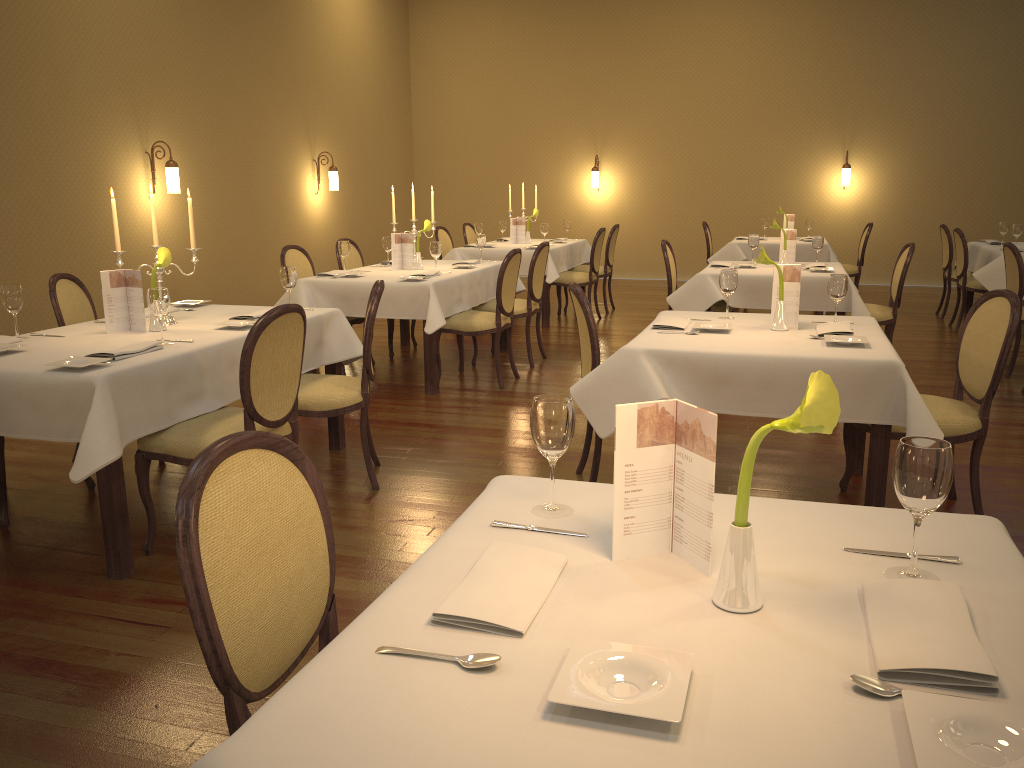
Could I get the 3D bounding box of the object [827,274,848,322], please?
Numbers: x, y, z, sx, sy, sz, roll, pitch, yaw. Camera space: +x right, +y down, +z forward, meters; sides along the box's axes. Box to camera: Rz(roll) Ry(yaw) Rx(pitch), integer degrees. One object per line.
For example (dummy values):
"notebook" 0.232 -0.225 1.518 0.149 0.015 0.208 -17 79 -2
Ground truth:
"object" 1.438 -0.370 3.929 0.088 0.229 0.088 -8 15 -30

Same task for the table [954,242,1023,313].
"table" 5.021 -0.926 8.500 1.385 0.759 2.152 3 13 17

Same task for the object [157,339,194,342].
"object" -1.405 -0.183 3.692 0.185 0.010 0.017 4 13 18

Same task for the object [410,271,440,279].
"object" -0.617 -0.765 6.210 0.142 0.033 0.273 3 13 17

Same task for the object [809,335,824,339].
"object" 1.305 -0.188 3.613 0.181 0.015 0.038 4 13 18

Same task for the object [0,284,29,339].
"object" -2.113 -0.306 3.766 0.088 0.229 0.088 -6 14 -24

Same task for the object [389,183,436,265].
"object" -0.761 -1.232 6.879 0.390 0.655 0.131 -10 16 -38

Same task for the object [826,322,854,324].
"object" 1.456 -0.282 4.033 0.185 0.010 0.017 4 13 18

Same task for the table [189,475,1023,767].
"table" 0.266 0.707 1.416 1.389 0.759 1.395 4 13 18

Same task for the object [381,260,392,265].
"object" -0.952 -1.000 7.265 0.142 0.033 0.273 3 13 17

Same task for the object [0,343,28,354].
"object" -2.006 -0.131 3.456 0.160 0.024 0.160 3 13 17

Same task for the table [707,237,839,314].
"table" 2.954 -1.242 9.975 1.389 0.759 1.395 4 13 18

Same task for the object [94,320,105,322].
"object" -1.900 -0.294 4.202 0.185 0.010 0.017 3 13 17

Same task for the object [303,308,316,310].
"object" -1.099 -0.393 4.605 0.181 0.015 0.038 4 13 18

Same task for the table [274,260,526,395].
"table" -0.801 -0.505 6.833 1.385 0.759 2.152 3 13 17

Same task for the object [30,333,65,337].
"object" -2.012 -0.212 3.845 0.185 0.010 0.017 3 13 17

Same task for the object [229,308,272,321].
"object" -1.245 -0.338 4.336 0.142 0.033 0.273 3 13 17

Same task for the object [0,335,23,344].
"object" -2.155 -0.163 3.608 0.142 0.024 0.273 3 13 17

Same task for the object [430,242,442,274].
"object" -0.547 -0.906 6.376 0.088 0.229 0.088 -6 14 -24

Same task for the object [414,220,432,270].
"object" -0.679 -1.052 6.694 0.163 0.375 0.076 10 16 38

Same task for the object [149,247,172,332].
"object" -1.555 -0.417 3.906 0.163 0.375 0.076 10 16 38

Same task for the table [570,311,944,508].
"table" 1.056 0.134 3.932 1.389 0.759 1.395 4 13 18

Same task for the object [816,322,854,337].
"object" 1.368 -0.229 3.763 0.142 0.033 0.273 3 13 17

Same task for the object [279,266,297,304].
"object" -1.131 -0.479 4.500 0.088 0.229 0.088 -6 14 -24

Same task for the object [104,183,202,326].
"object" -1.637 -0.597 4.091 0.390 0.655 0.131 -10 16 -38

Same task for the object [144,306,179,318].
"object" -1.828 -0.365 4.477 0.142 0.033 0.273 3 13 17

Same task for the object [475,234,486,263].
"object" -0.255 -1.114 7.289 0.088 0.229 0.088 -6 14 -24

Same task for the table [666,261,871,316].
"table" 1.947 -0.511 6.767 1.389 0.759 1.395 4 13 18

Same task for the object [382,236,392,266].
"object" -0.987 -1.057 7.060 0.088 0.229 0.088 -8 15 -30

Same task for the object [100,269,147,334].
"object" -1.706 -0.365 3.914 0.166 0.277 0.081 -3 13 -11

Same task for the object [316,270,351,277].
"object" -1.279 -0.798 6.396 0.142 0.024 0.273 3 13 17

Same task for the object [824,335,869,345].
"object" 1.318 -0.168 3.504 0.160 0.024 0.160 3 13 17

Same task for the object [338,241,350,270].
"object" -1.237 -0.941 6.554 0.088 0.229 0.088 -6 14 -24

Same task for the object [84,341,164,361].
"object" -1.493 -0.130 3.421 0.142 0.033 0.273 3 13 17

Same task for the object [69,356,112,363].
"object" -1.557 -0.089 3.272 0.181 0.015 0.038 4 13 18

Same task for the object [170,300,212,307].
"object" -1.729 -0.430 4.775 0.160 0.024 0.160 3 13 17

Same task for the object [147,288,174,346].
"object" -1.423 -0.271 3.588 0.088 0.229 0.088 -6 14 -24

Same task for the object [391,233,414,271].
"object" -0.830 -1.000 6.702 0.166 0.277 0.081 -3 13 -11

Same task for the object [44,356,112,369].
"object" -1.543 -0.068 3.162 0.160 0.024 0.160 3 13 17

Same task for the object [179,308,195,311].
"object" -1.728 -0.390 4.616 0.181 0.015 0.038 4 13 18

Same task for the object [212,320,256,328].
"object" -1.251 -0.266 4.031 0.160 0.024 0.160 3 13 17

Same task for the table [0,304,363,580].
"table" -1.677 0.130 4.045 1.385 0.759 2.152 3 13 17

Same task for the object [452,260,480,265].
"object" -0.369 -0.973 7.124 0.142 0.033 0.273 3 13 17

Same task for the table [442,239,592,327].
"table" 0.083 -1.146 9.647 1.385 0.759 2.152 3 13 17
